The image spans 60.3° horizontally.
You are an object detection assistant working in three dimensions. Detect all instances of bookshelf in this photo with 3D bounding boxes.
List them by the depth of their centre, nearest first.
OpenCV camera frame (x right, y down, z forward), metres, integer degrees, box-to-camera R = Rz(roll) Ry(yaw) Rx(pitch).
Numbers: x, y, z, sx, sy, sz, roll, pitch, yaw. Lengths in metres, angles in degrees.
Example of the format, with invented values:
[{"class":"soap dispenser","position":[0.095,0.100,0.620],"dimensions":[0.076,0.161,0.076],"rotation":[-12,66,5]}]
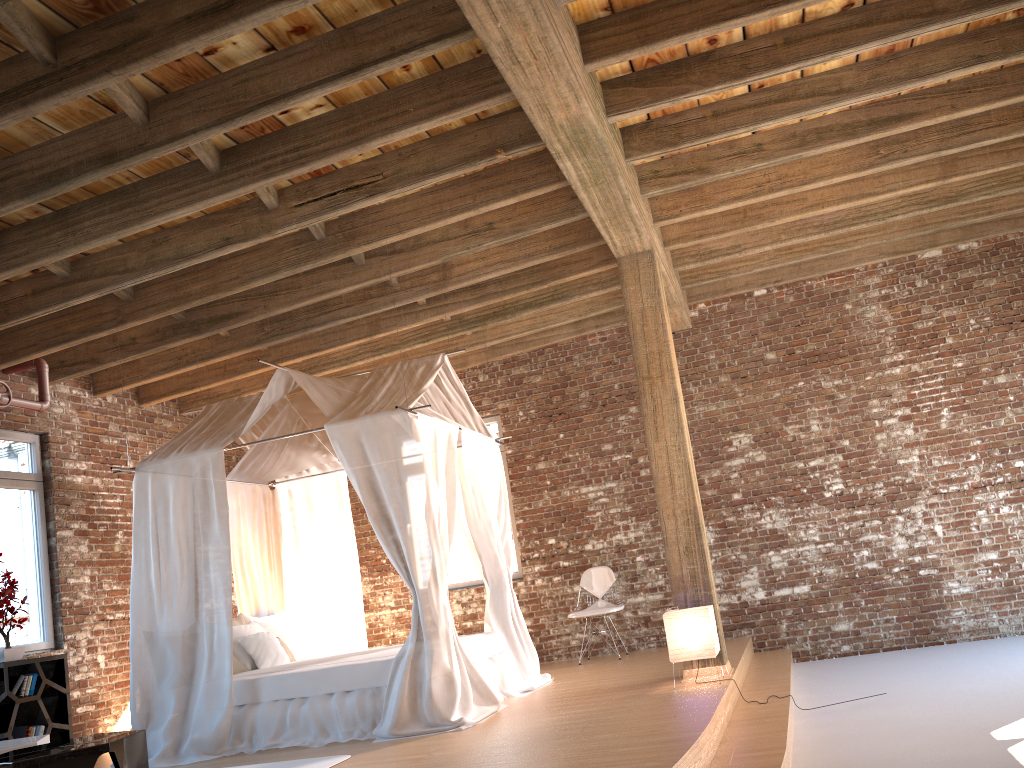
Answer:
[{"class":"bookshelf","position":[-3.653,2.450,6.402],"dimensions":[0.293,0.834,0.865],"rotation":[-11,-11,15]}]

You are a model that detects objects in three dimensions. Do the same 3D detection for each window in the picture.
[{"class":"window","position":[-4.065,1.184,6.685],"dimensions":[0.168,1.825,1.359],"rotation":[-11,-10,16]},{"class":"window","position":[-0.598,1.327,9.646],"dimensions":[1.319,1.826,0.173],"rotation":[-11,-8,14]}]

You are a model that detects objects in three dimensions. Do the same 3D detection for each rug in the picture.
[{"class":"rug","position":[-1.717,2.246,4.968],"dimensions":[1.437,0.007,0.871],"rotation":[-12,-13,15]}]

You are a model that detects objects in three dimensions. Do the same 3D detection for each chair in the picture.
[{"class":"chair","position":[-1.729,1.649,3.402],"dimensions":[0.628,0.484,0.532],"rotation":[-2,-12,-31]},{"class":"chair","position":[-2.300,1.826,3.789],"dimensions":[0.543,0.484,0.617],"rotation":[-5,-12,-21]},{"class":"chair","position":[0.844,2.245,8.657],"dimensions":[0.539,0.886,0.579],"rotation":[-11,-10,15]}]

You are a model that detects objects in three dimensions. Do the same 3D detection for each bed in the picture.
[{"class":"bed","position":[-1.478,0.722,7.041],"dimensions":[2.676,3.834,2.522],"rotation":[-11,-10,15]}]

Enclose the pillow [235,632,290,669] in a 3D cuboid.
[{"class":"pillow","position":[-1.951,2.098,6.950],"dimensions":[0.214,0.287,0.391],"rotation":[-13,-12,24]}]

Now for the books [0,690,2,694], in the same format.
[{"class":"books","position":[-3.688,2.211,6.179],"dimensions":[0.134,0.112,0.159],"rotation":[-12,-11,15]}]

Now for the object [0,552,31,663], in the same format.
[{"class":"object","position":[-3.778,1.621,6.448],"dimensions":[0.398,0.830,0.418],"rotation":[-10,-9,11]}]

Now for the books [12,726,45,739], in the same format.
[{"class":"books","position":[-3.541,2.588,6.449],"dimensions":[0.134,0.178,0.205],"rotation":[-11,-11,15]}]

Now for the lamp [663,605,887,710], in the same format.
[{"class":"lamp","position":[1.759,1.801,5.907],"dimensions":[1.391,0.771,0.362],"rotation":[-10,-9,7]}]

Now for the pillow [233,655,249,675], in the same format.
[{"class":"pillow","position":[-2.270,2.019,6.513],"dimensions":[0.360,0.409,0.619],"rotation":[-11,-11,13]}]

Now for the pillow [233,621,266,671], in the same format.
[{"class":"pillow","position":[-2.098,2.084,7.078],"dimensions":[0.350,0.398,0.618],"rotation":[-11,-11,13]}]

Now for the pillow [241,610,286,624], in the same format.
[{"class":"pillow","position":[-2.111,2.217,7.695],"dimensions":[0.208,0.492,0.638],"rotation":[-11,-11,15]}]

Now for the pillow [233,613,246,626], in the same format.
[{"class":"pillow","position":[-2.294,2.110,7.124],"dimensions":[0.209,0.488,0.639],"rotation":[-11,-11,15]}]

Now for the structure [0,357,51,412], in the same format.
[{"class":"structure","position":[-3.908,1.051,5.954],"dimensions":[0.579,3.420,2.018],"rotation":[-11,-9,15]}]

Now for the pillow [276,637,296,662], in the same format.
[{"class":"pillow","position":[-1.907,2.170,7.186],"dimensions":[0.163,0.231,0.291],"rotation":[-11,-11,14]}]

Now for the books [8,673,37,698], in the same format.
[{"class":"books","position":[-3.611,2.214,6.448],"dimensions":[0.134,0.163,0.246],"rotation":[-11,-12,15]}]

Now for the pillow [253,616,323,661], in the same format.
[{"class":"pillow","position":[-1.919,2.222,7.643],"dimensions":[0.293,0.427,0.636],"rotation":[-11,-11,16]}]
